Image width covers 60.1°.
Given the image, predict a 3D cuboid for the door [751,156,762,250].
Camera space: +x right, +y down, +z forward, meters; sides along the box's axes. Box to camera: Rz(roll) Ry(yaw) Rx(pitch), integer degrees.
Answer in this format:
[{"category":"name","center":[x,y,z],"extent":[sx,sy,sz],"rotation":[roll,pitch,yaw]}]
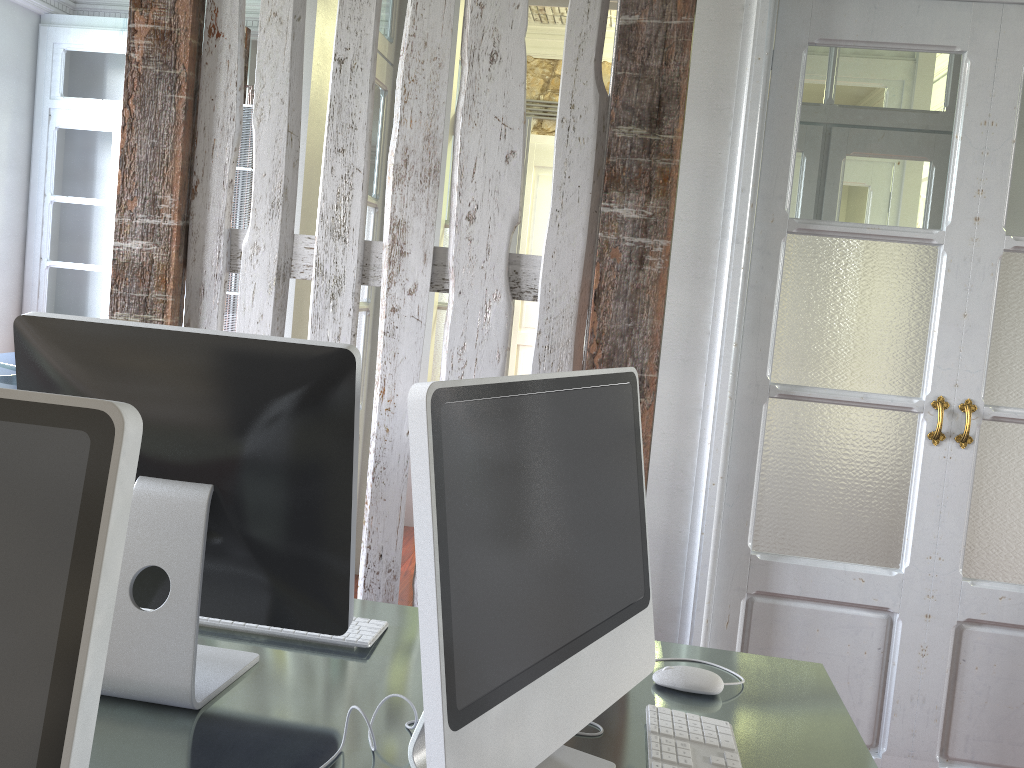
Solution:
[{"category":"door","center":[1.288,-0.121,4.530],"extent":[1.077,2.079,0.041],"rotation":[6,3,7]}]

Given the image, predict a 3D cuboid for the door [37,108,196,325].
[{"category":"door","center":[-2.614,-0.678,5.822],"extent":[1.161,2.174,0.041],"rotation":[6,3,7]}]

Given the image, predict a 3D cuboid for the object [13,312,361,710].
[{"category":"object","center":[-0.459,0.164,1.208],"extent":[0.484,0.483,0.190],"rotation":[6,4,7]}]

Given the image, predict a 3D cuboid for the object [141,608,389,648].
[{"category":"object","center":[-0.427,0.377,1.438],"extent":[0.439,0.017,0.119],"rotation":[6,6,7]}]

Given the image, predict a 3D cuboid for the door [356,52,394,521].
[{"category":"door","center":[-0.675,-0.212,3.292],"extent":[0.041,2.172,1.061],"rotation":[6,4,7]}]

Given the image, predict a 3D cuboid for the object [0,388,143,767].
[{"category":"object","center":[-0.508,0.227,0.616],"extent":[0.484,0.483,0.190],"rotation":[6,4,7]}]

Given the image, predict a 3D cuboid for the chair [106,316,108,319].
[{"category":"chair","center":[-2.254,0.089,4.963],"extent":[0.475,0.916,0.603],"rotation":[6,4,7]}]

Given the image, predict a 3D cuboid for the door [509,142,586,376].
[{"category":"door","center":[0.337,-0.429,5.762],"extent":[0.869,2.211,0.146],"rotation":[6,3,7]}]

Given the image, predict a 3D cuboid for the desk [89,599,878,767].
[{"category":"desk","center":[-0.833,0.762,1.008],"extent":[2.508,0.725,1.305],"rotation":[6,6,7]}]

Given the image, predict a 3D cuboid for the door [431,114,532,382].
[{"category":"door","center":[-0.401,-0.393,5.119],"extent":[0.481,2.175,1.193],"rotation":[4,4,-19]}]

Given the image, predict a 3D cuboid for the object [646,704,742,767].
[{"category":"object","center":[0.218,0.483,1.015],"extent":[0.118,0.017,0.440],"rotation":[6,7,7]}]

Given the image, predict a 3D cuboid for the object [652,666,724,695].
[{"category":"object","center":[0.266,0.444,1.338],"extent":[0.106,0.028,0.059],"rotation":[6,6,6]}]

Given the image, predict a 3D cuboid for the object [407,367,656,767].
[{"category":"object","center":[0.024,0.227,1.046],"extent":[0.190,0.483,0.484],"rotation":[8,5,32]}]

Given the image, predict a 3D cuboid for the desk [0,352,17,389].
[{"category":"desk","center":[-2.281,0.297,4.242],"extent":[1.446,0.651,1.719],"rotation":[6,6,7]}]

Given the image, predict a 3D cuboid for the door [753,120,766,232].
[{"category":"door","center":[1.193,-0.033,3.683],"extent":[1.077,2.079,0.041],"rotation":[6,3,7]}]
